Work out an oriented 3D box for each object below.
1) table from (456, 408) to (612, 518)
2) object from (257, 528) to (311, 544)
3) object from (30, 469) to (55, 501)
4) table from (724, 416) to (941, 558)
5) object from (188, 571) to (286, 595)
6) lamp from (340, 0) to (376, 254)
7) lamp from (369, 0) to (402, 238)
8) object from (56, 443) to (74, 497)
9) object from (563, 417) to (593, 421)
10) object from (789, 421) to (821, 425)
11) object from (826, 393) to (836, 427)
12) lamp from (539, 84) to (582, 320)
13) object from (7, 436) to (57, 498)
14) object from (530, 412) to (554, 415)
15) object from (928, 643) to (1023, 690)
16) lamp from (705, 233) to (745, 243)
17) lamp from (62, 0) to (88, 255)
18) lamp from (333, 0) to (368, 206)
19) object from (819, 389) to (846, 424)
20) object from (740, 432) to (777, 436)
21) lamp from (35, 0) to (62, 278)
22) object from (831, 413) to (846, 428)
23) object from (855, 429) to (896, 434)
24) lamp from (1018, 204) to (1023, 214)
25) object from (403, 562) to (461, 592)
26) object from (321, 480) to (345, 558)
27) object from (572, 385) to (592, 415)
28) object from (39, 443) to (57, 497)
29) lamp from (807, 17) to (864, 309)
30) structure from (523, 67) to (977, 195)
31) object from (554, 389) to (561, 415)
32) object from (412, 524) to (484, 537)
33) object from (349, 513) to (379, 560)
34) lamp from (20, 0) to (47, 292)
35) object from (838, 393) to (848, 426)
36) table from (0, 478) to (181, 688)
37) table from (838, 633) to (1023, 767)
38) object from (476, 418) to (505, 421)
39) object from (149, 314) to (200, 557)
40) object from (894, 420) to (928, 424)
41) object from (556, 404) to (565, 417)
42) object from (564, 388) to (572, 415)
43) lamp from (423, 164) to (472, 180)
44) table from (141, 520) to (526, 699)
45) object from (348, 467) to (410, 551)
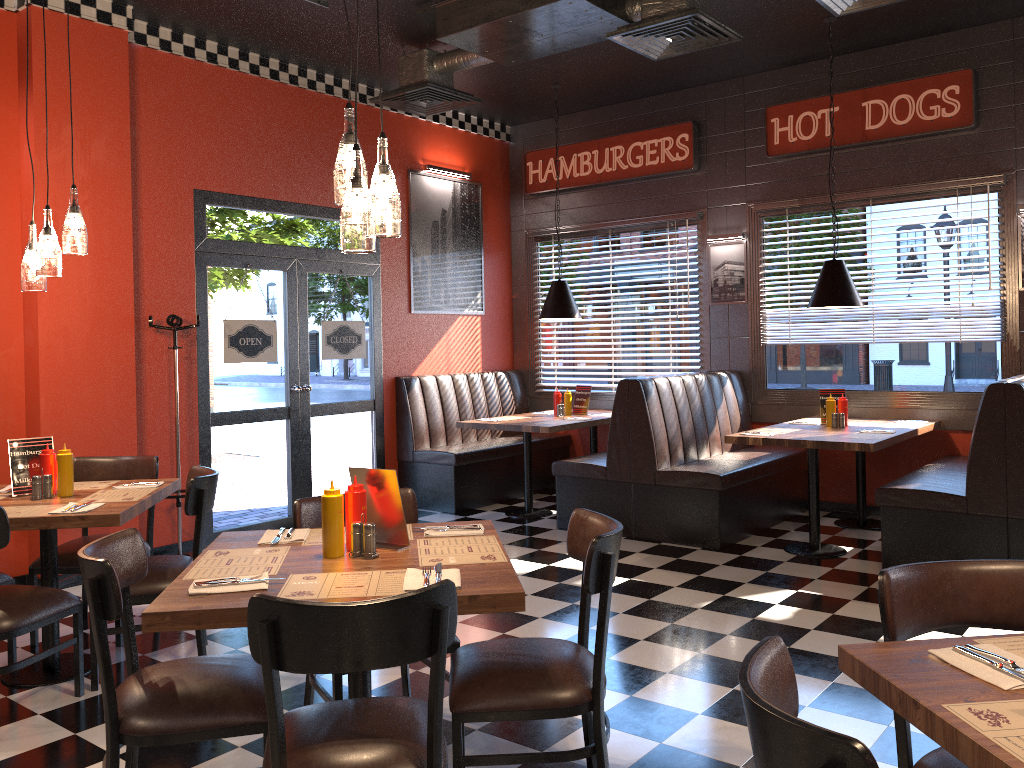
[{"bbox_3d":[0.443,0.667,7.758,0.956,0.773,1.693,0,3,38],"label":"table"},{"bbox_3d":[-0.776,0.517,3.019,0.157,0.019,0.255,-2,3,-7],"label":"object"},{"bbox_3d":[-2.093,0.445,3.947,0.046,0.136,0.094,-1,1,38],"label":"object"},{"bbox_3d":[2.322,0.696,6.267,0.956,0.773,1.693,0,3,38],"label":"table"},{"bbox_3d":[-0.754,0.544,2.439,0.255,0.019,0.157,-2,3,-13],"label":"object"},{"bbox_3d":[-0.483,-1.379,2.665,0.108,1.965,0.108,-1,0,-40],"label":"lamp"},{"bbox_3d":[-0.419,-1.445,2.769,0.108,1.965,0.108,-1,0,20],"label":"lamp"},{"bbox_3d":[-2.024,0.388,4.013,0.068,0.238,0.068,-1,0,36],"label":"object"},{"bbox_3d":[0.528,0.287,7.373,0.255,0.019,0.157,1,3,37],"label":"object"},{"bbox_3d":[2.202,0.288,6.589,0.255,0.019,0.157,1,3,38],"label":"object"},{"bbox_3d":[2.284,0.187,6.346,0.068,0.238,0.068,-1,0,22],"label":"object"},{"bbox_3d":[0.401,-1.593,7.756,0.382,2.044,0.382,-1,0,-3],"label":"lamp"},{"bbox_3d":[-2.208,0.379,4.083,0.188,0.257,0.072,-2,1,-42],"label":"object"},{"bbox_3d":[0.303,0.261,8.043,0.255,0.019,0.157,1,3,34],"label":"object"},{"bbox_3d":[0.946,0.541,1.700,0.157,0.019,0.255,-2,3,-14],"label":"object"},{"bbox_3d":[1.842,-1.260,7.651,0.334,0.056,0.081,1,3,38],"label":"lamp"},{"bbox_3d":[-2.047,-1.584,4.108,0.108,1.965,0.108,-1,0,-20],"label":"lamp"},{"bbox_3d":[-0.535,-1.557,2.833,0.108,1.965,0.108,-1,0,-5],"label":"lamp"},{"bbox_3d":[2.370,0.167,6.537,0.188,0.257,0.072,-1,0,8],"label":"object"},{"bbox_3d":[1.666,0.330,5.920,0.255,0.019,0.157,1,4,44],"label":"object"},{"bbox_3d":[-2.109,-1.465,3.994,0.108,1.965,0.108,-1,0,-10],"label":"lamp"},{"bbox_3d":[2.300,0.243,6.247,0.093,0.136,0.047,-1,0,8],"label":"object"},{"bbox_3d":[2.419,0.314,5.917,0.255,0.019,0.157,1,3,34],"label":"object"},{"bbox_3d":[3.716,-1.232,6.164,0.334,0.056,0.081,1,3,38],"label":"lamp"},{"bbox_3d":[-0.221,0.531,2.460,0.157,0.019,0.255,-1,3,-5],"label":"object"},{"bbox_3d":[-0.556,0.415,2.748,0.068,0.238,0.068,-1,0,44],"label":"object"},{"bbox_3d":[0.622,0.141,7.899,0.072,0.257,0.188,-1,1,-42],"label":"object"},{"bbox_3d":[-2.114,0.389,4.036,0.068,0.238,0.068,-1,0,36],"label":"object"},{"bbox_3d":[2.268,-1.564,6.275,0.382,2.044,0.382,-1,0,20],"label":"lamp"},{"bbox_3d":[4.554,-2.055,5.458,11.259,0.438,0.120,1,2,38],"label":"structure"},{"bbox_3d":[0.404,0.157,7.858,0.068,0.238,0.068,-1,0,8],"label":"object"},{"bbox_3d":[-0.223,0.503,3.071,0.255,0.019,0.157,-1,3,-4],"label":"object"},{"bbox_3d":[-0.458,0.466,2.728,0.093,0.136,0.047,-1,1,28],"label":"object"},{"bbox_3d":[-2.212,-1.407,4.059,0.108,1.965,0.108,-1,0,20],"label":"lamp"},{"bbox_3d":[2.376,0.184,6.363,0.068,0.238,0.068,-1,0,22],"label":"object"},{"bbox_3d":[-2.093,0.898,3.966,0.960,0.774,0.957,-1,2,-7],"label":"table"},{"bbox_3d":[1.224,0.943,1.442,0.960,0.774,0.957,-1,2,-7],"label":"table"},{"bbox_3d":[-0.166,0.298,7.470,0.255,0.019,0.157,1,3,39],"label":"object"},{"bbox_3d":[-2.241,0.368,5.933,0.375,1.658,0.374,-1,0,-29],"label":"object"},{"bbox_3d":[2.912,0.276,6.515,0.255,0.019,0.157,1,3,40],"label":"object"},{"bbox_3d":[0.425,0.215,7.735,0.046,0.136,0.094,-1,1,38],"label":"object"},{"bbox_3d":[0.494,0.156,7.835,0.068,0.238,0.068,-1,0,8],"label":"object"},{"bbox_3d":[-0.609,-1.997,8.363,0.081,0.056,0.611,0,3,38],"label":"lamp"},{"bbox_3d":[-0.489,0.921,2.727,0.960,0.774,0.957,-1,2,-7],"label":"table"},{"bbox_3d":[-0.430,0.397,2.868,0.188,0.257,0.072,-1,0,28],"label":"object"}]
